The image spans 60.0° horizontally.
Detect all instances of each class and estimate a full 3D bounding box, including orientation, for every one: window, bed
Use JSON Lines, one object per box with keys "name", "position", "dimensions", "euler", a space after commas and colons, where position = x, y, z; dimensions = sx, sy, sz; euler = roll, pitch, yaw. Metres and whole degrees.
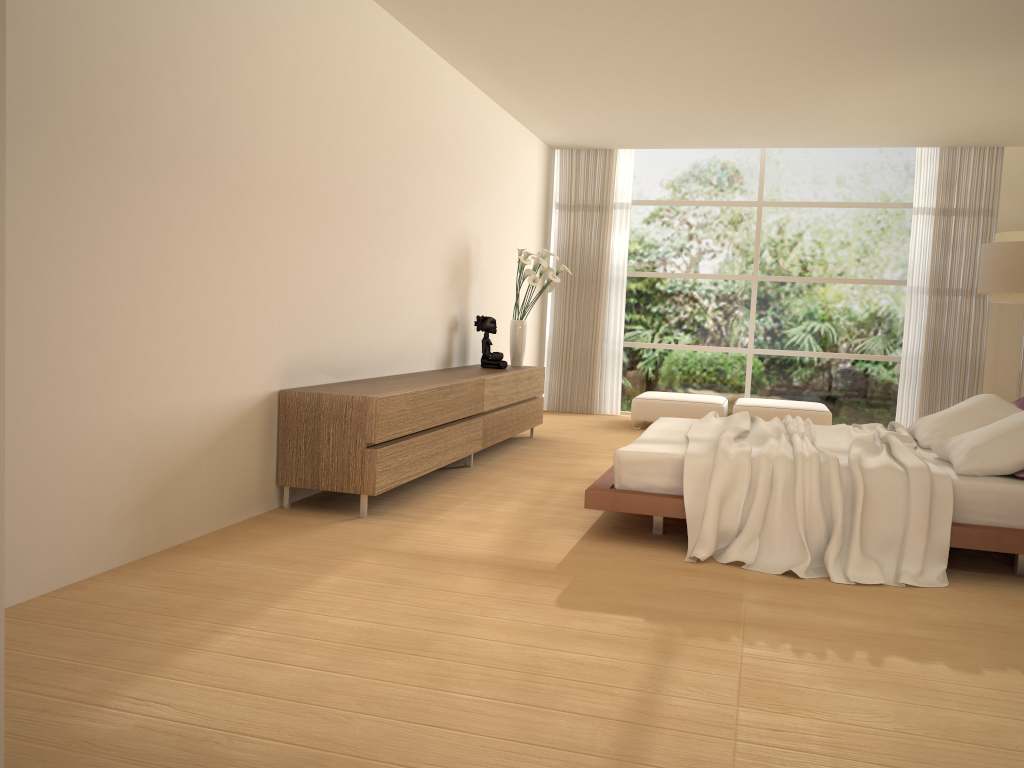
{"name": "window", "position": [2.802, -1.221, 10.225], "dimensions": [4.781, 3.371, 0.071], "euler": [4, 5, 16]}
{"name": "bed", "position": [1.870, 0.533, 5.161], "dimensions": [2.535, 0.570, 2.599], "euler": [4, 5, 16]}

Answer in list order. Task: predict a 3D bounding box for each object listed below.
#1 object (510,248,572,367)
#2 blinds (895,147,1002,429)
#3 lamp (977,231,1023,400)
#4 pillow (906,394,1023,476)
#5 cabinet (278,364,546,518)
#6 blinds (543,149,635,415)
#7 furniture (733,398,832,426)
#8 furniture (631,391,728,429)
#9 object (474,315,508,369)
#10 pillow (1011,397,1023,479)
{"name": "object", "position": [0.209, -0.693, 8.028], "dimensions": [0.515, 1.085, 0.608], "euler": [0, 5, -26]}
{"name": "blinds", "position": [4.618, -1.064, 9.395], "dimensions": [0.814, 3.351, 0.202], "euler": [4, 5, 15]}
{"name": "lamp", "position": [4.381, -0.267, 7.605], "dimensions": [0.817, 2.018, 0.817], "euler": [0, 5, -31]}
{"name": "pillow", "position": [2.627, 0.257, 4.970], "dimensions": [0.561, 0.339, 1.720], "euler": [4, 5, 16]}
{"name": "cabinet", "position": [-0.493, 0.267, 6.575], "dimensions": [0.588, 0.662, 3.713], "euler": [4, 5, 16]}
{"name": "blinds", "position": [0.902, -1.322, 10.493], "dimensions": [0.950, 3.352, 0.211], "euler": [4, 5, 14]}
{"name": "furniture", "position": [2.820, 0.367, 9.313], "dimensions": [0.965, 0.346, 0.964], "euler": [4, 5, 16]}
{"name": "furniture", "position": [1.825, 0.299, 9.592], "dimensions": [0.965, 0.346, 0.964], "euler": [4, 5, 16]}
{"name": "object", "position": [-0.175, -0.361, 7.645], "dimensions": [0.282, 0.453, 0.181], "euler": [4, 5, 16]}
{"name": "pillow", "position": [2.889, 0.260, 4.903], "dimensions": [0.575, 0.369, 1.683], "euler": [4, 5, 16]}
